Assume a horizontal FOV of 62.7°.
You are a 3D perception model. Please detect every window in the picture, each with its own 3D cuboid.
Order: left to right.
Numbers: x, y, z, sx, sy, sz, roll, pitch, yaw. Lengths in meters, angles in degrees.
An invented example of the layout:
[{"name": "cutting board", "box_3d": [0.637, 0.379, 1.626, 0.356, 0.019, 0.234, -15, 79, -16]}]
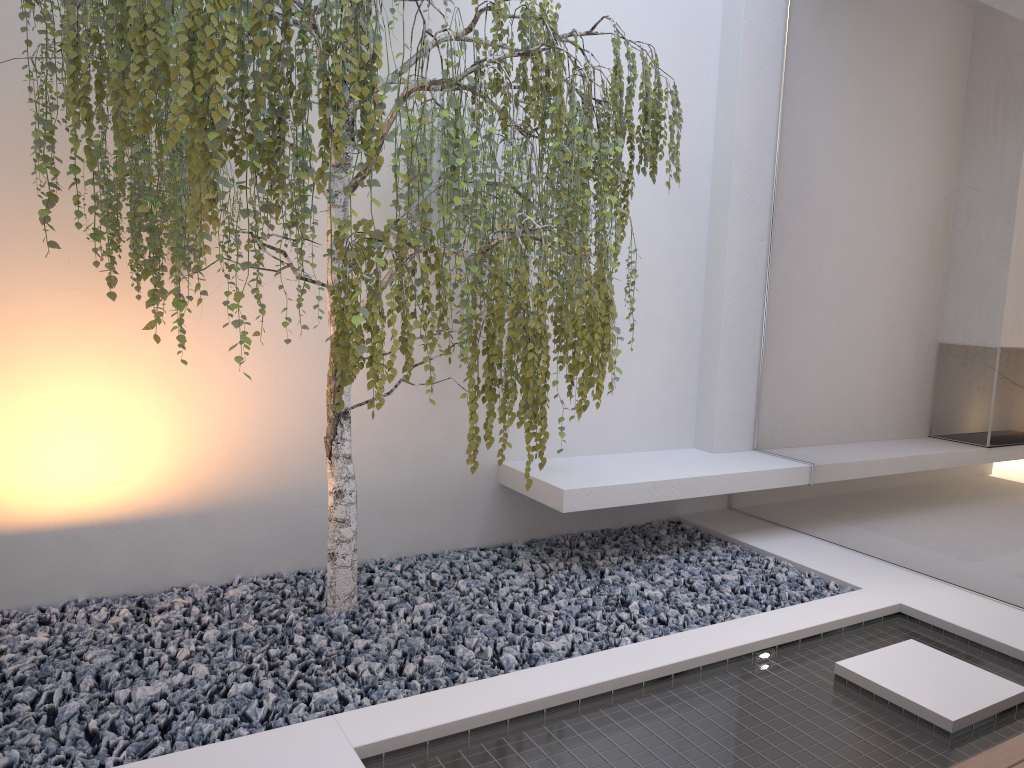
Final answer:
[{"name": "window", "box_3d": [1.948, -0.710, 3.785, 0.057, 3.283, 2.465, -4, 9, -28]}]

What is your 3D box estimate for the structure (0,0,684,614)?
[{"name": "structure", "box_3d": [-0.444, -1.079, 2.716, 2.739, 4.024, 1.533, -4, 10, -36]}]
